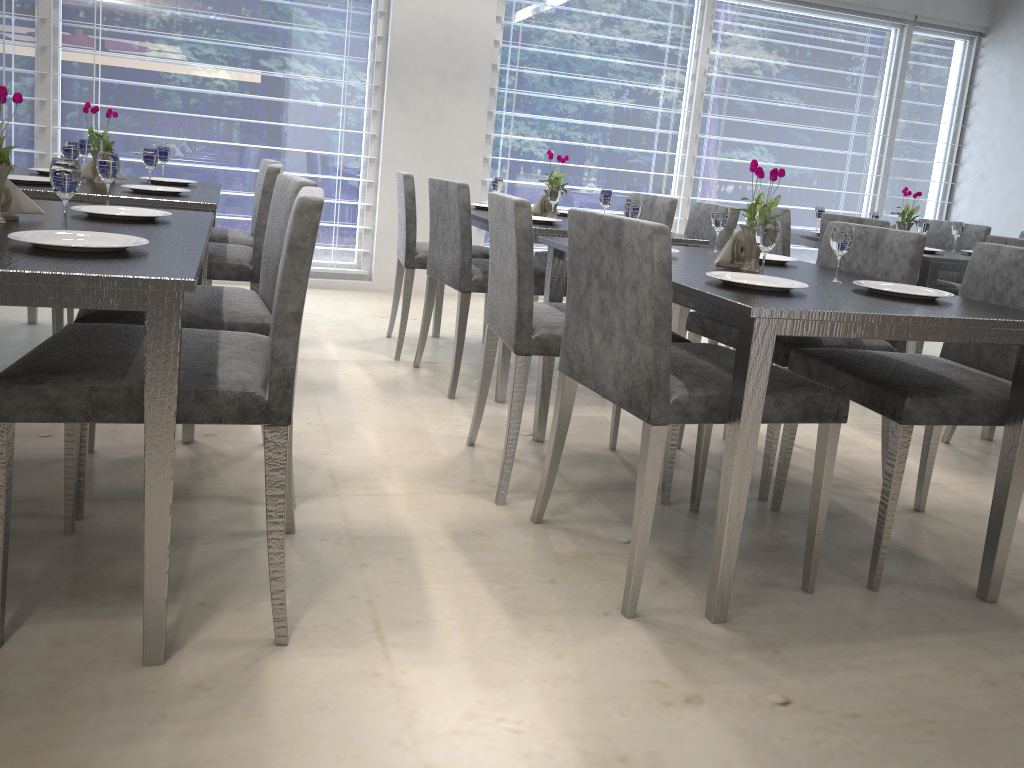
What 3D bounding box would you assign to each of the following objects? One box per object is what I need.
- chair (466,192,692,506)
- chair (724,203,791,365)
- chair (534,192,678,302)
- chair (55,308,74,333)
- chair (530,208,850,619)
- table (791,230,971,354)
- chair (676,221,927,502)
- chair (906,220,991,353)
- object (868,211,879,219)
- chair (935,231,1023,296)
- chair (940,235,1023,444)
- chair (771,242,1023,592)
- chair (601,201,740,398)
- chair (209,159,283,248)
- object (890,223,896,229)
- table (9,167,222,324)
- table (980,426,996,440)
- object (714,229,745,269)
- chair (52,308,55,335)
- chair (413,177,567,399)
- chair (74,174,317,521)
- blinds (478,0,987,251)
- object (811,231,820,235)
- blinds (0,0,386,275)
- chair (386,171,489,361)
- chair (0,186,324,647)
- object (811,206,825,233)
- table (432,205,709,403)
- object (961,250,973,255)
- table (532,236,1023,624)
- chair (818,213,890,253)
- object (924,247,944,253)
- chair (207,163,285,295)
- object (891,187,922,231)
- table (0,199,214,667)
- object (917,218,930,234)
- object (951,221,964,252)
[{"bbox_3d":[0.171,-0.117,2.428,0.491,0.752,0.484,3,11,-13],"label":"chair"},{"bbox_3d":[1.421,-0.488,4.394,0.491,0.752,0.484,3,11,-13],"label":"chair"},{"bbox_3d":[0.413,-0.508,4.080,0.492,0.752,0.484,1,12,-23],"label":"chair"},{"bbox_3d":[-1.691,-0.406,2.853,0.492,0.752,0.484,1,12,-23],"label":"chair"},{"bbox_3d":[0.380,0.023,1.952,0.492,0.752,0.484,1,12,-23],"label":"chair"},{"bbox_3d":[1.842,-0.351,4.268,0.776,0.625,1.208,2,14,-18],"label":"table"},{"bbox_3d":[0.857,-0.107,2.657,0.492,0.752,0.484,1,12,-23],"label":"chair"},{"bbox_3d":[2.107,-0.478,4.623,0.492,0.752,0.484,1,12,-23],"label":"chair"},{"bbox_3d":[1.900,-0.838,4.659,0.054,0.137,0.054,12,12,29],"label":"object"},{"bbox_3d":[2.259,-0.335,4.109,0.491,0.752,0.484,3,11,-13],"label":"chair"},{"bbox_3d":[1.865,-0.088,2.972,0.491,0.752,0.484,3,11,-13],"label":"chair"},{"bbox_3d":[1.009,0.036,2.143,0.491,0.752,0.484,3,11,-13],"label":"chair"},{"bbox_3d":[0.565,-0.364,3.566,0.491,0.752,0.484,3,11,-13],"label":"chair"},{"bbox_3d":[-1.214,-0.536,3.558,0.492,0.752,0.484,1,12,-23],"label":"chair"},{"bbox_3d":[1.834,-0.725,4.263,0.071,0.098,0.204,15,16,40],"label":"object"},{"bbox_3d":[-1.479,-0.409,3.203,0.776,0.625,1.208,2,14,-18],"label":"table"},{"bbox_3d":[2.286,0.049,2.845,0.776,0.625,1.208,2,14,-18],"label":"table"},{"bbox_3d":[0.584,-0.354,2.297,0.071,0.098,0.204,15,16,40],"label":"object"},{"bbox_3d":[-1.900,-0.546,3.329,0.491,0.752,0.484,3,11,-13],"label":"chair"},{"bbox_3d":[-0.064,-0.378,3.375,0.492,0.752,0.484,1,12,-23],"label":"chair"},{"bbox_3d":[-0.770,-0.136,2.135,0.492,0.752,0.484,1,12,-23],"label":"chair"},{"bbox_3d":[1.580,-1.618,5.984,3.647,2.016,0.046,1,11,-18],"label":"blinds"},{"bbox_3d":[1.606,-0.744,4.422,0.217,0.015,0.220,-6,18,-39],"label":"object"},{"bbox_3d":[-4.148,-1.718,4.147,7.090,2.016,0.046,1,11,-18],"label":"blinds"},{"bbox_3d":[-0.273,-0.518,3.851,0.491,0.752,0.484,3,11,-13],"label":"chair"},{"bbox_3d":[-0.618,0.008,1.622,0.491,0.752,0.484,3,11,-13],"label":"chair"},{"bbox_3d":[1.603,-0.859,4.625,0.054,0.137,0.054,12,12,29],"label":"object"},{"bbox_3d":[0.148,-0.381,3.725,0.776,0.625,1.208,2,14,-18],"label":"table"},{"bbox_3d":[2.144,-0.584,3.991,0.218,0.015,0.218,15,17,33],"label":"object"},{"bbox_3d":[0.592,0.020,2.302,0.776,0.625,1.208,2,14,-18],"label":"table"},{"bbox_3d":[1.630,-0.348,3.918,0.492,0.752,0.484,1,12,-23],"label":"chair"},{"bbox_3d":[1.777,-0.590,3.873,0.217,0.015,0.220,-6,18,-39],"label":"object"},{"bbox_3d":[-1.062,-0.392,3.044,0.491,0.752,0.484,3,11,-13],"label":"chair"},{"bbox_3d":[1.865,-0.793,4.189,0.104,0.273,0.157,2,12,-20],"label":"object"},{"bbox_3d":[-1.035,-0.009,1.780,0.776,0.625,1.208,2,14,-18],"label":"table"},{"bbox_3d":[1.854,-0.677,4.000,0.054,0.137,0.054,12,12,29],"label":"object"},{"bbox_3d":[2.069,-0.686,4.118,0.054,0.137,0.054,12,12,29],"label":"object"}]
